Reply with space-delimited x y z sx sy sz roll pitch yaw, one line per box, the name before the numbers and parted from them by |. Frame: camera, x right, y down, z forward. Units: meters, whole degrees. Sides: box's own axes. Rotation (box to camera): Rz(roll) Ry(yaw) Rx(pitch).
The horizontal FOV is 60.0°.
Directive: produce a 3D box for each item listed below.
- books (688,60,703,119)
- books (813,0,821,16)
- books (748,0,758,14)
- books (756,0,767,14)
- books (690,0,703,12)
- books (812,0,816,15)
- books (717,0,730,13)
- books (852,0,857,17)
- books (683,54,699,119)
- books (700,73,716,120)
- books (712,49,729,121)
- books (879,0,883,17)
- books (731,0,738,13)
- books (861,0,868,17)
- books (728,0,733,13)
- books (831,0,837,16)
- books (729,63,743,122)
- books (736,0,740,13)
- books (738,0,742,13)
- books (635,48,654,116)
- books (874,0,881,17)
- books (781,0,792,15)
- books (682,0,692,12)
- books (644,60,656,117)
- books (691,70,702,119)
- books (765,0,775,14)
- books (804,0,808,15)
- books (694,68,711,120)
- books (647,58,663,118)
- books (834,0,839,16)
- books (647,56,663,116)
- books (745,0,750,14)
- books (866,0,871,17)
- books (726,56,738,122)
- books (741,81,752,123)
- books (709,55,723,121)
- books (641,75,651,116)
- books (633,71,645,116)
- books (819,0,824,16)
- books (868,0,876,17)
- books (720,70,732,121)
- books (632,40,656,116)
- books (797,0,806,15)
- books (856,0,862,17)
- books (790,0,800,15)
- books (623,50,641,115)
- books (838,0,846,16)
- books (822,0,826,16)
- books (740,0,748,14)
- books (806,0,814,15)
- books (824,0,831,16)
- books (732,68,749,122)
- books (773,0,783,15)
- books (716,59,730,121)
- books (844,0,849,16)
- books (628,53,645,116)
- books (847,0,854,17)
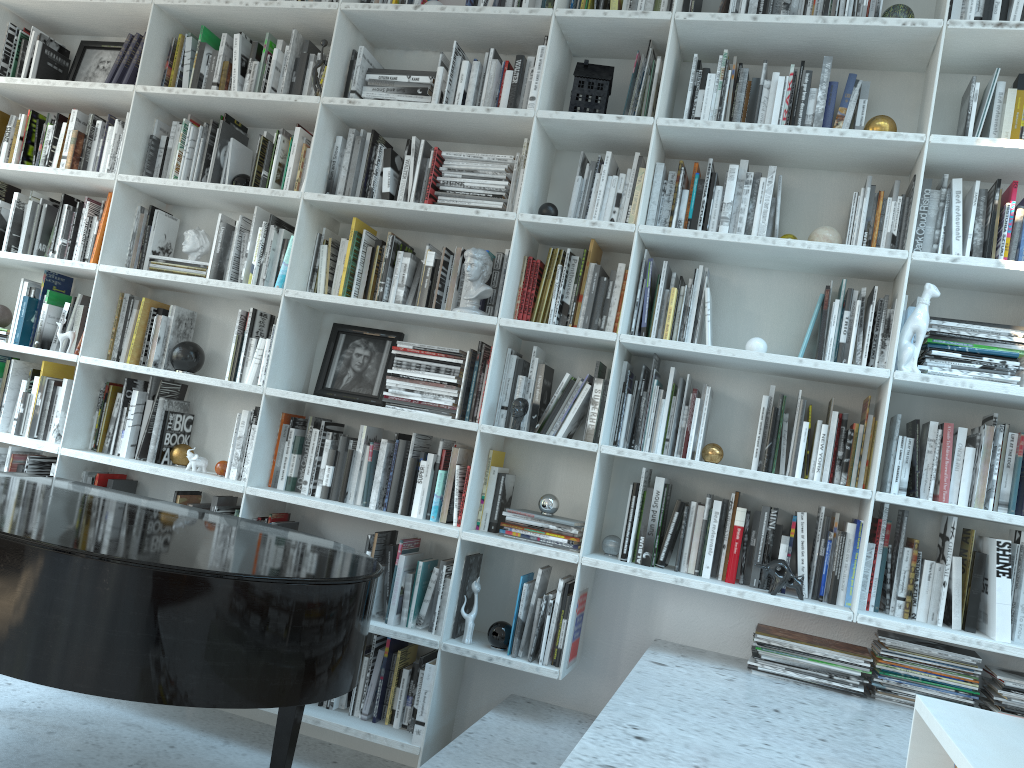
books | 0.648 -0.985 3.147 0.011 0.279 0.133 9 -4 17
books | 1.042 -1.257 3.032 0.018 0.200 0.188 9 -4 17
books | 0.850 -1.298 3.113 0.028 0.226 0.163 9 -4 17
books | 0.880 -1.308 3.105 0.030 0.255 0.161 9 -4 17
books | 0.660 -1.368 3.154 0.019 0.304 0.176 9 -4 17
books | 1.044 -1.312 3.054 0.006 0.312 0.179 9 -4 17
books | 0.748 -1.304 3.126 0.046 0.206 0.183 9 -4 17
books | 1.169 -1.285 3.023 0.019 0.299 0.137 9 -4 17
books | 0.632 -0.992 3.131 0.012 0.285 0.159 9 -4 17
books | 0.687 -0.945 3.100 0.026 0.207 0.181 9 -4 17
books | 0.728 -0.988 3.104 0.014 0.306 0.152 9 -4 17
books | 1.242 -1.278 2.990 0.006 0.306 0.163 9 -4 17
books | 0.791 -1.316 3.131 0.011 0.244 0.173 9 -4 17
books | 1.195 -1.281 3.004 0.013 0.296 0.188 9 -4 17
books | 0.779 -1.319 3.126 0.009 0.244 0.173 9 -4 17
books | 1.104 -1.286 3.044 0.012 0.280 0.144 9 -4 17
books | 0.782 -0.962 3.108 0.012 0.276 0.133 9 -4 17
books | 0.805 -1.319 3.137 0.012 0.255 0.133 9 -4 17
books | 0.807 -1.283 3.123 0.009 0.183 0.160 9 -4 17
books | 0.475 -1.020 3.167 0.021 0.288 0.179 9 -4 17
books | 1.223 -1.232 2.989 0.014 0.208 0.188 9 -4 17
books | 0.951 -1.300 3.062 0.028 0.258 0.185 9 -4 17
books | 0.636 -1.334 3.166 0.033 0.229 0.175 9 -4 17
books | 0.495 -0.999 3.169 0.005 0.255 0.159 9 -4 17
books | 0.654 -0.964 3.136 0.012 0.239 0.139 9 -4 17
books | 0.905 -1.305 3.100 0.021 0.256 0.169 9 -4 17
books | 1.022 -1.300 3.073 0.007 0.285 0.159 9 -4 17
books | 0.670 -0.964 3.126 0.026 0.243 0.148 9 -4 17
books | 0.512 -0.994 3.149 0.013 0.248 0.186 9 -4 17
books | 1.112 -1.282 3.037 0.008 0.274 0.163 9 -4 17
books | 0.515 -1.011 3.194 0.013 0.288 0.131 9 -4 17
books | 0.833 -1.289 3.132 0.009 0.205 0.146 9 -4 17
books | 1.201 -1.271 2.995 0.008 0.278 0.180 9 -4 17
books | 0.766 -0.975 3.107 0.021 0.296 0.138 9 -4 17
books | 0.813 -0.927 3.090 0.014 0.215 0.132 9 -4 17
books | 0.716 -0.977 3.113 0.011 0.283 0.173 9 -4 17
books | 0.486 -0.977 3.180 0.013 0.210 0.140 9 -4 17
books | 0.465 -0.984 3.189 0.024 0.217 0.169 9 -4 17
books | 1.062 -1.278 3.044 0.008 0.251 0.170 9 -4 17
books | 1.212 -1.236 3.002 0.018 0.214 0.158 9 -4 17
books | 0.746 -0.948 3.103 0.012 0.235 0.165 9 -4 17
books | 0.470 -1.044 3.194 0.025 0.339 0.143 9 -4 17
books | 1.008 -1.307 3.083 0.017 0.295 0.139 9 -4 17
books | 1.189 -1.292 3.037 0.008 0.321 0.133 9 -4 17
books | 0.985 -1.310 3.078 0.024 0.292 0.167 9 -4 17
books | 0.434 -1.018 3.172 0.021 0.272 0.190 9 -4 17
books | 1.125 -1.269 3.031 0.024 0.252 0.150 9 -4 17
books | 1.076 -1.315 3.044 0.007 0.329 0.184 9 -4 17
books | 0.817 -1.306 3.109 0.013 0.229 0.174 9 -4 17
books | 1.024 -1.274 3.050 0.018 0.231 0.160 9 -4 17
books | 1.079 -1.301 3.024 0.015 0.299 0.183 9 -4 17
books | 0.791 -0.945 3.079 0.027 0.241 0.160 9 -4 17
books | 0.928 -1.266 3.107 0.031 0.190 0.132 9 -4 17
books | 0.736 -0.967 3.099 0.010 0.268 0.166 9 -4 17
books | 1.142 -1.294 3.020 0.008 0.306 0.183 9 -4 17
books | 0.453 -1.014 3.180 0.022 0.271 0.181 9 -4 17
books | 1.150 -1.268 3.022 0.014 0.258 0.150 9 -4 17
